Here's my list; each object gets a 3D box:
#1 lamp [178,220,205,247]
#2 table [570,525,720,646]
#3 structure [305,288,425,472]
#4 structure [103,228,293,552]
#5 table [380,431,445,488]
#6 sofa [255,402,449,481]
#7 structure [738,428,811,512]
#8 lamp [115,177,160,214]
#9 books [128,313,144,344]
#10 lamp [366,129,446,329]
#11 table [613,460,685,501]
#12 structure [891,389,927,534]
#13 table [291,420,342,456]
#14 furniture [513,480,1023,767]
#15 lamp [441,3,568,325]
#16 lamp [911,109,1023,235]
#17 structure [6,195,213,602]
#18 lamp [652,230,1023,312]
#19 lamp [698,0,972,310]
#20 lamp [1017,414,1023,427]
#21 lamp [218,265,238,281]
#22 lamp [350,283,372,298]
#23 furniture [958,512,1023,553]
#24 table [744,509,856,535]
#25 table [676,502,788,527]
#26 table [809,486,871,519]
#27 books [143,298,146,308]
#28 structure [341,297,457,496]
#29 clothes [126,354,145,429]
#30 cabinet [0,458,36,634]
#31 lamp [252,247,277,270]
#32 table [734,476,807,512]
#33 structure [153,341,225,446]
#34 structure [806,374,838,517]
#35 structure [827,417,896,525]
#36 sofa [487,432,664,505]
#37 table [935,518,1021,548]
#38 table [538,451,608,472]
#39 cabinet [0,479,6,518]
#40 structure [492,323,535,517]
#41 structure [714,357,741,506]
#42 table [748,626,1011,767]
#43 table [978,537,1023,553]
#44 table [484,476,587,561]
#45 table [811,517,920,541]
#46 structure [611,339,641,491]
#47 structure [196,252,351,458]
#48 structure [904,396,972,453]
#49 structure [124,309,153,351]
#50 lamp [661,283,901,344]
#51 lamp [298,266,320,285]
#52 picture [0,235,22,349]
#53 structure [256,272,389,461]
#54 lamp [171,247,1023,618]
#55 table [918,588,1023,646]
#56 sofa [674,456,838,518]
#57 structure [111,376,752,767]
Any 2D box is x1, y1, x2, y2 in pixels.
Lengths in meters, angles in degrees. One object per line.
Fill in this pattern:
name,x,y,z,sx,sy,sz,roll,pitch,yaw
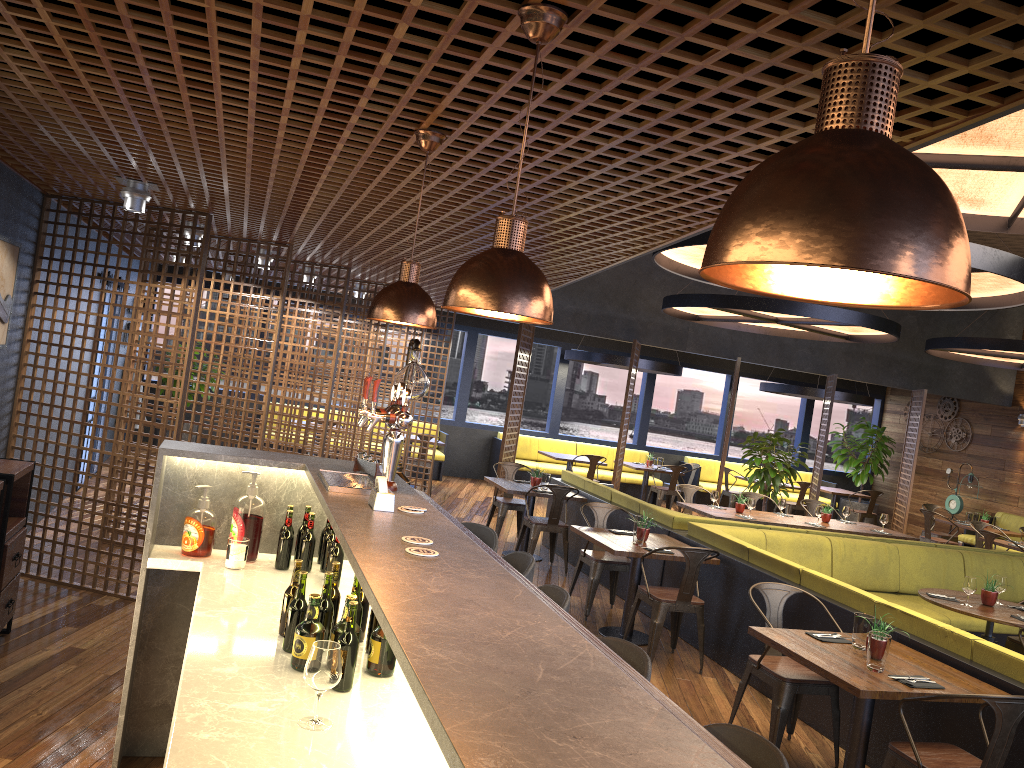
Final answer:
lamp,-2.455,-1.151,6.835,0.228,0.172,0.228,8,0,-17
table,0.983,1.637,7.081,0.887,0.763,0.906,8,0,-18
structure,-1.847,0.206,10.914,1.319,2.700,0.050,9,0,13
structure,-2.633,0.111,7.391,1.319,2.700,0.050,9,0,13
table,-1.619,1.201,13.771,0.887,0.763,0.906,8,0,-18
sofa,-2.656,0.961,14.816,3.061,0.914,0.966,8,0,-17
structure,3.691,1.501,12.940,0.993,1.763,1.166,9,1,43
lamp,-2.222,-1.106,5.240,0.228,0.172,0.228,8,0,-17
books,-5.127,-0.795,12.108,0.223,0.489,0.286,8,0,-26
lamp,-0.337,-0.544,3.113,0.250,0.673,0.250,9,0,15
table,2.252,1.776,14.997,0.906,0.763,0.887,8,0,-18
structure,6.444,1.431,14.465,0.050,2.700,0.852,9,0,13
table,-2.941,1.005,13.354,0.887,0.763,0.906,8,0,-18
furniture,3.584,1.949,7.470,4.895,0.914,7.462,8,0,-22
lamp,0.018,-0.483,1.960,0.250,0.673,0.250,9,0,15
lamp,2.863,-1.641,4.607,2.778,1.159,2.778,9,0,33
structure,-2.895,0.079,6.217,1.319,2.700,0.050,9,0,13
lamp,2.579,-1.519,6.833,2.778,1.475,2.778,8,0,-13
lamp,0.357,-0.425,0.858,0.250,0.673,0.250,9,0,15
lamp,8.725,0.617,15.135,0.189,0.215,0.215,8,0,-17
lamp,-3.432,-1.324,10.694,0.228,0.172,0.228,8,0,-17
lamp,-1.772,-1.072,10.322,0.228,0.172,0.228,8,0,-17
furniture,7.308,2.479,12.094,3.378,0.916,4.755,8,0,-17
table,3.275,1.960,10.317,0.906,0.763,0.887,8,0,-18
table,2.419,1.833,10.046,0.906,0.763,0.887,8,0,-18
table,5.840,2.308,16.126,0.887,0.763,0.906,8,0,-18
books,-5.289,-1.114,12.746,0.177,0.245,0.450,8,0,-17
structure,-1.585,0.238,12.089,1.319,2.700,0.050,9,0,13
clothes,-5.349,0.276,12.538,0.401,1.494,0.423,8,0,-22
cabinet,-2.956,0.935,4.853,0.473,1.007,0.553,8,0,-17
lamp,-2.238,-1.126,8.002,0.228,0.172,0.228,8,0,-17
table,4.519,2.112,15.713,0.906,0.763,0.887,8,0,-18
structure,-5.148,0.164,13.924,0.993,1.763,1.166,9,1,43
structure,4.839,1.193,13.958,0.050,2.700,0.852,9,0,13
structure,6.980,1.751,17.655,1.493,2.184,1.272,8,0,-17
sofa,1.191,1.533,16.030,3.061,0.914,0.966,8,0,-17
table,6.876,2.485,13.063,0.887,0.763,0.906,8,0,-18
table,0.931,1.579,14.576,0.887,0.763,0.906,8,0,-18
cabinet,-2.751,0.971,4.189,0.473,1.007,0.553,8,0,-17
structure,0.024,0.478,12.438,0.050,2.700,0.852,9,0,13
structure,3.234,0.954,13.452,0.050,2.700,0.852,9,0,13
table,1.777,1.773,4.504,0.887,0.763,0.906,8,0,-18
table,6.541,2.447,11.189,0.887,0.763,0.906,8,0,-18
table,0.186,1.500,9.657,0.887,0.763,0.906,8,0,-18
table,4.127,2.087,10.591,0.906,0.763,0.887,8,0,-18
structure,1.629,0.716,12.945,0.050,2.700,0.852,9,0,13
structure,-2.371,0.143,8.566,1.319,2.700,0.050,9,0,13
structure,8.151,0.759,17.079,0.058,1.178,1.791,8,0,-17
structure,-5.230,-0.738,12.540,0.293,0.563,1.220,8,0,-17
lamp,3.319,-1.434,10.776,2.778,1.475,2.778,8,0,-17
lamp,-2.097,-1.113,9.144,0.228,0.172,0.228,8,0,-17
picture,-3.117,-0.550,5.321,0.028,0.697,1.039,8,0,-17
structure,-2.109,0.174,9.740,1.319,2.700,0.050,9,0,13
lamp,0.965,0.634,9.117,9.057,2.714,3.017,8,0,-17
table,3.476,2.016,6.517,1.007,0.760,1.007,9,0,20
sofa,4.769,2.064,17.160,3.061,0.914,0.966,8,0,-17
structure,-0.488,0.476,0.972,2.700,2.700,9.298,8,0,-17
